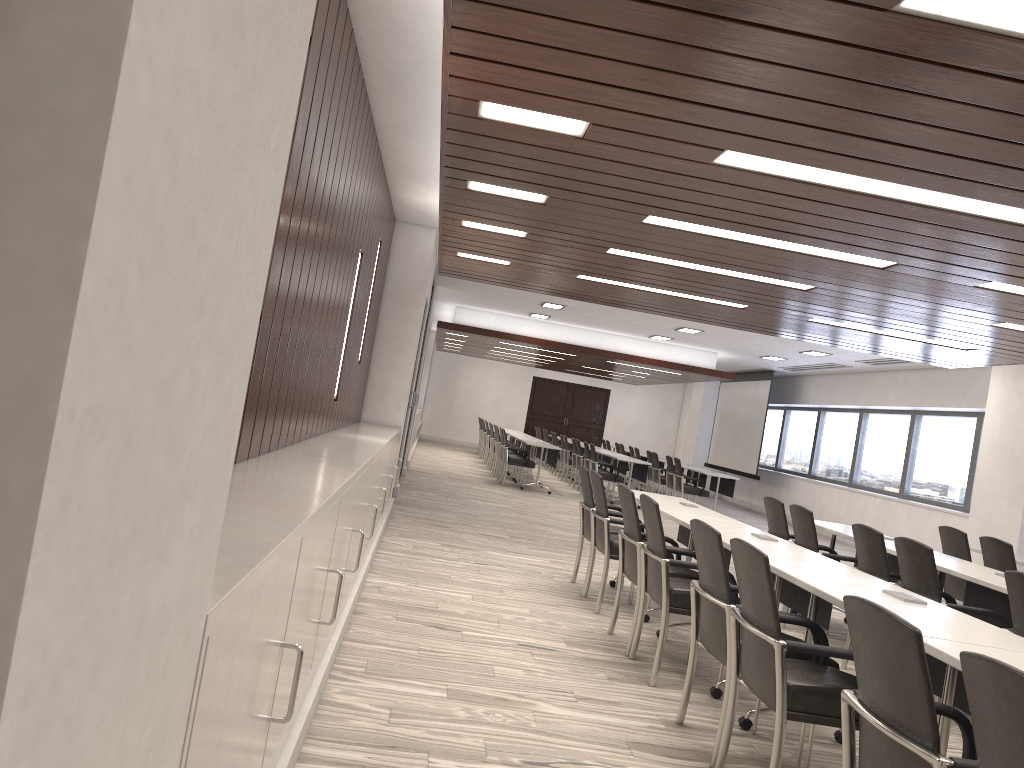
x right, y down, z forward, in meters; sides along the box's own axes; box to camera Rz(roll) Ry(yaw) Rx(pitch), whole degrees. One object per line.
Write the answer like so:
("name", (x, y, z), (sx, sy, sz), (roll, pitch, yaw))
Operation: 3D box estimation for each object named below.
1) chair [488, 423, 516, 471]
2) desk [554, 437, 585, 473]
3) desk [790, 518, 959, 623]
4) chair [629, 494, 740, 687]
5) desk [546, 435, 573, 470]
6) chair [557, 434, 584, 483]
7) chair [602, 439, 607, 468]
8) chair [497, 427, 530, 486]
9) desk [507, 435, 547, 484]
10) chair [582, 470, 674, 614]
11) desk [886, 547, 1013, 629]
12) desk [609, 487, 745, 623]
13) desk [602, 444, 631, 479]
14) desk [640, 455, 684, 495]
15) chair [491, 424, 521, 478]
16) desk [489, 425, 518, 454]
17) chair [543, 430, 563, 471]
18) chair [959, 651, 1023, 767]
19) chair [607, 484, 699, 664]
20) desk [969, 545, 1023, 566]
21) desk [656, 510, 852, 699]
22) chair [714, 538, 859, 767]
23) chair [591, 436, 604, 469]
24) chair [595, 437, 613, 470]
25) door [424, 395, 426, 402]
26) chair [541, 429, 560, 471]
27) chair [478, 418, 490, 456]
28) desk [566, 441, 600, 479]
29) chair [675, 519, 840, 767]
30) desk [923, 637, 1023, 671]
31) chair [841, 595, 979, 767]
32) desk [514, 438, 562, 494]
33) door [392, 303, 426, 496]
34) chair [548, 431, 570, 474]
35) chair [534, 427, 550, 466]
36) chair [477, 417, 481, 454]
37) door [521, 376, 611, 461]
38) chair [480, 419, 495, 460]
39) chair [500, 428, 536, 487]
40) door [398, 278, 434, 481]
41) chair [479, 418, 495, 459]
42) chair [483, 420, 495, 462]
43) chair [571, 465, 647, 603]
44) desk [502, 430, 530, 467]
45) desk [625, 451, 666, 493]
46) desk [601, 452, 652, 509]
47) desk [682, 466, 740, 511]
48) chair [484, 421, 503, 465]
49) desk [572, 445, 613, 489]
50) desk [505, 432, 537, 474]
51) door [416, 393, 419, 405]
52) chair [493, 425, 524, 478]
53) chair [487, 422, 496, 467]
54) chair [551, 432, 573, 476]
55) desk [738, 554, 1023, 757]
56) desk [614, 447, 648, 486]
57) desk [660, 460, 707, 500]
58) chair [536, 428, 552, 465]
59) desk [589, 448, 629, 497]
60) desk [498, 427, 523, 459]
("chair", (-0.205, 1.295, 17.870), (0.638, 0.939, 0.513), (10, -2, -4))
("desk", (1.360, 1.736, 21.325), (0.577, 0.795, 1.509), (10, -2, -5))
("desk", (2.627, 1.527, 6.718), (0.577, 0.795, 1.509), (10, -2, -5))
("chair", (0.944, 1.110, 4.782), (0.638, 0.939, 0.513), (10, -2, -5))
("desk", (1.229, 1.757, 22.842), (0.577, 0.795, 1.509), (10, -2, -5))
("chair", (1.241, 1.561, 18.519), (0.638, 0.939, 0.513), (10, -2, -4))
("chair", (2.447, 1.859, 21.688), (0.638, 0.939, 0.513), (10, -2, -5))
("chair", (0.019, 1.260, 15.366), (0.638, 0.939, 0.513), (10, -2, -5))
("desk", (0.263, 1.412, 16.655), (0.577, 0.795, 1.509), (10, -2, -5))
("chair", (0.803, 1.130, 6.298), (0.638, 0.939, 0.513), (10, -2, -6))
("desk", (2.759, 1.505, 5.201), (0.577, 0.795, 1.509), (10, -2, -5))
("desk", (1.136, 1.268, 6.592), (0.577, 0.795, 1.509), (10, -2, -5))
("desk", (2.699, 2.012, 22.966), (0.577, 0.795, 1.509), (10, -2, -5))
("desk", (3.094, 1.947, 18.412), (0.577, 0.795, 1.509), (10, -2, -5))
("chair", (-0.112, 1.282, 16.896), (0.638, 0.939, 0.513), (10, -2, -4))
("desk", (-0.263, 1.499, 22.716), (0.577, 0.795, 1.509), (10, -2, -5))
("chair", (1.027, 1.597, 21.041), (0.638, 0.939, 0.513), (10, -2, -5))
("chair", (1.200, 1.065, 1.746), (0.638, 0.939, 0.513), (10, -2, -5))
("chair", (0.885, 1.115, 5.300), (0.638, 0.939, 0.513), (10, -2, -6))
("desk", (4.097, 1.782, 6.842), (0.577, 0.795, 1.509), (10, -2, -5))
("desk", (1.267, 1.246, 5.075), (0.577, 0.795, 1.509), (10, -2, -5))
("chair", (1.075, 1.088, 3.262), (0.638, 0.939, 0.513), (10, -2, -4))
("chair", (2.322, 1.882, 23.194), (0.638, 0.939, 0.513), (10, -2, -5))
("chair", (2.359, 1.873, 22.674), (0.638, 0.939, 0.513), (10, -2, -4))
("door", (-2.474, 0.377, 24.411), (0.200, 2.323, 1.163), (10, -2, -5))
("chair", (0.990, 1.606, 21.559), (0.638, 0.939, 0.513), (10, -2, -4))
("chair", (-0.590, 1.361, 22.424), (0.638, 0.939, 0.513), (10, -2, -5))
("desk", (1.492, 1.714, 19.805), (0.577, 0.795, 1.509), (10, -2, -5))
("chair", (1.029, 1.095, 3.791), (0.638, 0.939, 0.513), (10, -2, -6))
("desk", (1.531, 1.203, 2.038), (0.577, 0.795, 1.509), (10, -2, -5))
("chair", (1.147, 1.071, 2.278), (0.638, 0.939, 0.513), (10, -2, -5))
("desk", (0.394, 1.390, 15.138), (0.577, 0.795, 1.509), (10, -2, -5))
("door", (-1.234, 0.172, 10.113), (0.200, 2.323, 1.163), (10, -2, -5))
("chair", (1.118, 1.584, 20.046), (0.638, 0.939, 0.513), (10, -2, -5))
("chair", (0.846, 1.626, 23.071), (0.638, 0.939, 0.513), (10, -2, -6))
("chair", (-0.639, 1.368, 22.945), (0.638, 0.939, 0.513), (10, -2, -4))
("door", (1.561, 1.110, 25.913), (2.329, 2.323, 0.200), (10, -2, -5))
("chair", (-0.467, 1.338, 20.909), (0.638, 0.939, 0.513), (10, -2, -5))
("chair", (0.072, 1.254, 14.846), (0.638, 0.939, 0.513), (10, -2, -4))
("door", (-1.371, -0.076, 12.250), (0.200, 2.889, 2.327), (10, -2, -5))
("chair", (-0.513, 1.346, 21.432), (0.638, 0.939, 0.513), (10, -2, -4))
("chair", (-0.369, 1.326, 19.915), (0.638, 0.939, 0.513), (10, -2, -6))
("chair", (0.757, 1.137, 6.826), (0.638, 0.939, 0.513), (10, -2, -5))
("desk", (0.001, 1.455, 19.680), (0.577, 0.795, 1.509), (10, -2, -5))
("desk", (2.962, 1.969, 19.929), (0.577, 0.795, 1.509), (10, -2, -5))
("desk", (1.886, 1.649, 15.264), (0.577, 0.795, 1.509), (10, -2, -5))
("desk", (3.356, 1.904, 15.388), (0.577, 0.795, 1.509), (10, -2, -5))
("chair", (-0.340, 1.316, 19.391), (0.638, 0.939, 0.513), (10, -2, -4))
("desk", (1.624, 1.692, 18.289), (0.577, 0.795, 1.509), (10, -2, -5))
("desk", (0.132, 1.434, 18.163), (0.577, 0.795, 1.509), (10, -2, -5))
("door", (-1.603, 0.233, 14.367), (0.200, 2.323, 1.163), (10, -2, -5))
("chair", (-0.066, 1.274, 16.365), (0.638, 0.939, 0.513), (10, -2, -5))
("chair", (-0.244, 1.303, 18.388), (0.638, 0.939, 0.513), (10, -2, -5))
("chair", (1.153, 1.575, 19.523), (0.638, 0.939, 0.513), (10, -2, -5))
("desk", (1.399, 1.225, 3.555), (0.577, 0.795, 1.509), (10, -2, -5))
("desk", (2.831, 1.991, 21.449), (0.577, 0.795, 1.509), (10, -2, -5))
("desk", (3.225, 1.926, 16.905), (0.577, 0.795, 1.509), (10, -2, -5))
("chair", (0.907, 1.621, 22.556), (0.638, 0.939, 0.513), (10, -2, -4))
("desk", (1.755, 1.671, 16.781), (0.577, 0.795, 1.509), (10, -2, -5))
("desk", (-0.131, 1.477, 21.199), (0.577, 0.795, 1.509), (10, -2, -5))
